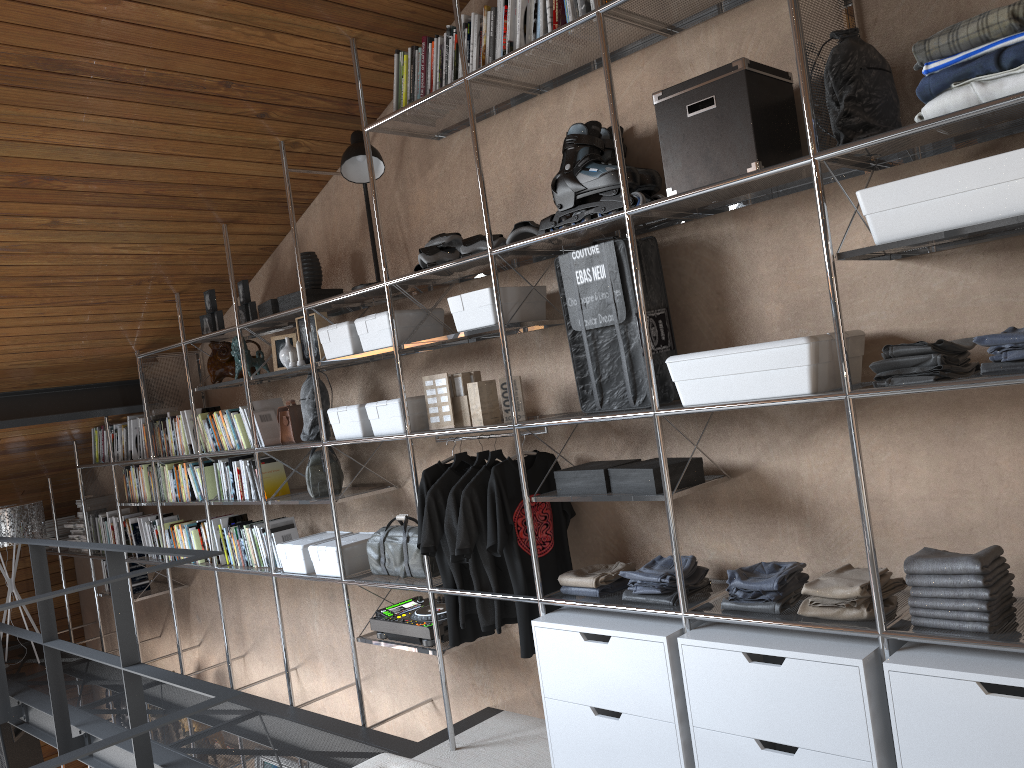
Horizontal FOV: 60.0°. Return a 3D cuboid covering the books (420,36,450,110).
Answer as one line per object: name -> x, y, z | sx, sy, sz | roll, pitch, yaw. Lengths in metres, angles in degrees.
books -> -0.269, -1.120, 3.203 | 0.081, 0.233, 0.143 | -8, 0, 44

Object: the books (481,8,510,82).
books -> -0.049, -1.143, 2.995 | 0.068, 0.213, 0.137 | -8, 0, 44

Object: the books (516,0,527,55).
books -> 0.073, -1.171, 2.842 | 0.073, 0.229, 0.148 | -8, 0, 44

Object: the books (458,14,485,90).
books -> -0.132, -1.134, 3.043 | 0.076, 0.227, 0.122 | -8, 0, 44

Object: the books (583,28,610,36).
books -> 0.242, -1.190, 2.710 | 0.010, 0.231, 0.129 | -8, 0, 44

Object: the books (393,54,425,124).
books -> -0.382, -1.100, 3.318 | 0.073, 0.229, 0.148 | -8, 0, 44

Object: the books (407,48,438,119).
books -> -0.327, -1.108, 3.280 | 0.073, 0.229, 0.148 | -8, 0, 44

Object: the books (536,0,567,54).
books -> 0.130, -1.163, 2.820 | 0.063, 0.198, 0.137 | -8, 0, 44

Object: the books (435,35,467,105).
books -> -0.210, -1.119, 3.168 | 0.064, 0.214, 0.177 | -8, 0, 45

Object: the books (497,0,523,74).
books -> 0.001, -1.148, 2.930 | 0.073, 0.218, 0.118 | -8, 0, 44

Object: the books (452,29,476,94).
books -> -0.162, -1.115, 3.074 | 0.059, 0.194, 0.111 | -8, 0, 44

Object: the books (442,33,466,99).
books -> -0.191, -1.114, 3.117 | 0.072, 0.204, 0.125 | -8, 0, 44

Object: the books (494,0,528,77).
books -> 0.003, -1.171, 2.951 | 0.088, 0.264, 0.143 | -8, 0, 44

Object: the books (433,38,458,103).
books -> -0.228, -1.107, 3.138 | 0.063, 0.197, 0.127 | -8, 0, 44

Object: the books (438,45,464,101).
books -> -0.210, -1.095, 3.125 | 0.058, 0.169, 0.119 | -8, 0, 44

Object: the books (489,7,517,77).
books -> -0.026, -1.137, 2.957 | 0.071, 0.201, 0.123 | -8, 0, 44

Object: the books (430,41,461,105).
books -> -0.231, -1.106, 3.167 | 0.074, 0.199, 0.139 | -8, 0, 44

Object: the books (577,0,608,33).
books -> 0.239, -1.176, 2.692 | 0.010, 0.208, 0.130 | -8, 0, 44

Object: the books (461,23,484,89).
books -> -0.128, -1.120, 3.031 | 0.059, 0.194, 0.111 | -8, 0, 44

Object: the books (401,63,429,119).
books -> -0.356, -1.085, 3.291 | 0.057, 0.178, 0.131 | -8, 0, 44

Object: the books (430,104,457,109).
books -> -0.246, -1.106, 3.193 | 0.063, 0.201, 0.130 | -8, 0, 44

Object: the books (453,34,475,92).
books -> -0.155, -1.104, 3.057 | 0.056, 0.171, 0.111 | -8, 0, 44

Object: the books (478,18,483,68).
books -> -0.063, -1.128, 3.002 | 0.064, 0.186, 0.120 | -8, 0, 44

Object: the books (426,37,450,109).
books -> -0.255, -1.117, 3.196 | 0.069, 0.226, 0.129 | -8, 0, 44

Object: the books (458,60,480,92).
books -> -0.142, -1.107, 3.056 | 0.054, 0.173, 0.112 | -8, 0, 44

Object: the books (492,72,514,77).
books -> -0.026, -1.137, 2.957 | 0.070, 0.200, 0.120 | -8, 0, 44

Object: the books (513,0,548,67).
books -> 0.066, -1.157, 2.886 | 0.066, 0.214, 0.164 | -8, 0, 45

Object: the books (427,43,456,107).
books -> -0.249, -1.104, 3.174 | 0.063, 0.197, 0.127 | -8, 0, 44

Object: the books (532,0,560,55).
books -> 0.115, -1.152, 2.823 | 0.057, 0.178, 0.131 | -8, 0, 44

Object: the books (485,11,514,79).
books -> -0.037, -1.132, 2.971 | 0.064, 0.194, 0.126 | -8, 0, 44

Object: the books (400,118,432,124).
books -> -0.356, -1.104, 3.325 | 0.073, 0.229, 0.148 | -8, 0, 44

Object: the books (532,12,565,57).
books -> 0.122, -1.178, 2.837 | 0.073, 0.229, 0.148 | -8, 0, 44

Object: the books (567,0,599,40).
books -> 0.217, -1.188, 2.736 | 0.013, 0.234, 0.148 | -8, 0, 44

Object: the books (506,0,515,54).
books -> 0.040, -1.167, 2.873 | 0.073, 0.229, 0.148 | -8, 0, 44

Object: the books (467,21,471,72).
books -> -0.101, -1.123, 3.027 | 0.065, 0.189, 0.138 | -8, 0, 44

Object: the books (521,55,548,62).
books -> 0.073, -1.146, 2.866 | 0.057, 0.178, 0.131 | -8, 0, 44

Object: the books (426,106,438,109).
books -> -0.271, -1.108, 3.224 | 0.147, 0.212, 0.063 | -8, 0, -44

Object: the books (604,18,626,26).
books -> 0.295, -1.172, 2.648 | 0.014, 0.181, 0.131 | -8, 0, 44

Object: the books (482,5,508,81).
books -> -0.049, -1.141, 2.977 | 0.070, 0.215, 0.133 | -8, 0, 45

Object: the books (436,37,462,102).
books -> -0.215, -1.109, 3.135 | 0.063, 0.197, 0.127 | -8, 0, 44

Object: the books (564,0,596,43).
books -> 0.213, -1.173, 2.749 | 0.014, 0.206, 0.148 | -8, 0, 44

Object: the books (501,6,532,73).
books -> 0.019, -1.142, 2.930 | 0.063, 0.198, 0.137 | -8, 0, 44

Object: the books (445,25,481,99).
books -> -0.170, -1.126, 3.110 | 0.074, 0.220, 0.161 | -8, 0, 44

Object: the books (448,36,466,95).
books -> -0.174, -1.106, 3.090 | 0.059, 0.180, 0.117 | -8, 0, 44

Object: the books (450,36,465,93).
books -> -0.171, -1.103, 3.079 | 0.054, 0.173, 0.112 | -8, 0, 44

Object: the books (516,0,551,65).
books -> 0.074, -1.158, 2.880 | 0.170, 0.214, 0.065 | -8, 0, -45

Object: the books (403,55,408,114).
books -> -0.343, -1.099, 3.285 | 0.067, 0.202, 0.149 | -8, 0, 44

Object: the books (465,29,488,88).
books -> -0.120, -1.110, 3.029 | 0.054, 0.173, 0.112 | -8, 0, 44

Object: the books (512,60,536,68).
books -> 0.040, -1.153, 2.899 | 0.067, 0.202, 0.149 | -8, 0, 44

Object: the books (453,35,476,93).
books -> -0.160, -1.104, 3.066 | 0.054, 0.174, 0.112 | -8, 0, 44

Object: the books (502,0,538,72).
books -> 0.030, -1.151, 2.912 | 0.073, 0.212, 0.155 | -8, 0, 44

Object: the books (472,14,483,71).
books -> -0.079, -1.132, 3.008 | 0.068, 0.203, 0.131 | -8, 0, 44
